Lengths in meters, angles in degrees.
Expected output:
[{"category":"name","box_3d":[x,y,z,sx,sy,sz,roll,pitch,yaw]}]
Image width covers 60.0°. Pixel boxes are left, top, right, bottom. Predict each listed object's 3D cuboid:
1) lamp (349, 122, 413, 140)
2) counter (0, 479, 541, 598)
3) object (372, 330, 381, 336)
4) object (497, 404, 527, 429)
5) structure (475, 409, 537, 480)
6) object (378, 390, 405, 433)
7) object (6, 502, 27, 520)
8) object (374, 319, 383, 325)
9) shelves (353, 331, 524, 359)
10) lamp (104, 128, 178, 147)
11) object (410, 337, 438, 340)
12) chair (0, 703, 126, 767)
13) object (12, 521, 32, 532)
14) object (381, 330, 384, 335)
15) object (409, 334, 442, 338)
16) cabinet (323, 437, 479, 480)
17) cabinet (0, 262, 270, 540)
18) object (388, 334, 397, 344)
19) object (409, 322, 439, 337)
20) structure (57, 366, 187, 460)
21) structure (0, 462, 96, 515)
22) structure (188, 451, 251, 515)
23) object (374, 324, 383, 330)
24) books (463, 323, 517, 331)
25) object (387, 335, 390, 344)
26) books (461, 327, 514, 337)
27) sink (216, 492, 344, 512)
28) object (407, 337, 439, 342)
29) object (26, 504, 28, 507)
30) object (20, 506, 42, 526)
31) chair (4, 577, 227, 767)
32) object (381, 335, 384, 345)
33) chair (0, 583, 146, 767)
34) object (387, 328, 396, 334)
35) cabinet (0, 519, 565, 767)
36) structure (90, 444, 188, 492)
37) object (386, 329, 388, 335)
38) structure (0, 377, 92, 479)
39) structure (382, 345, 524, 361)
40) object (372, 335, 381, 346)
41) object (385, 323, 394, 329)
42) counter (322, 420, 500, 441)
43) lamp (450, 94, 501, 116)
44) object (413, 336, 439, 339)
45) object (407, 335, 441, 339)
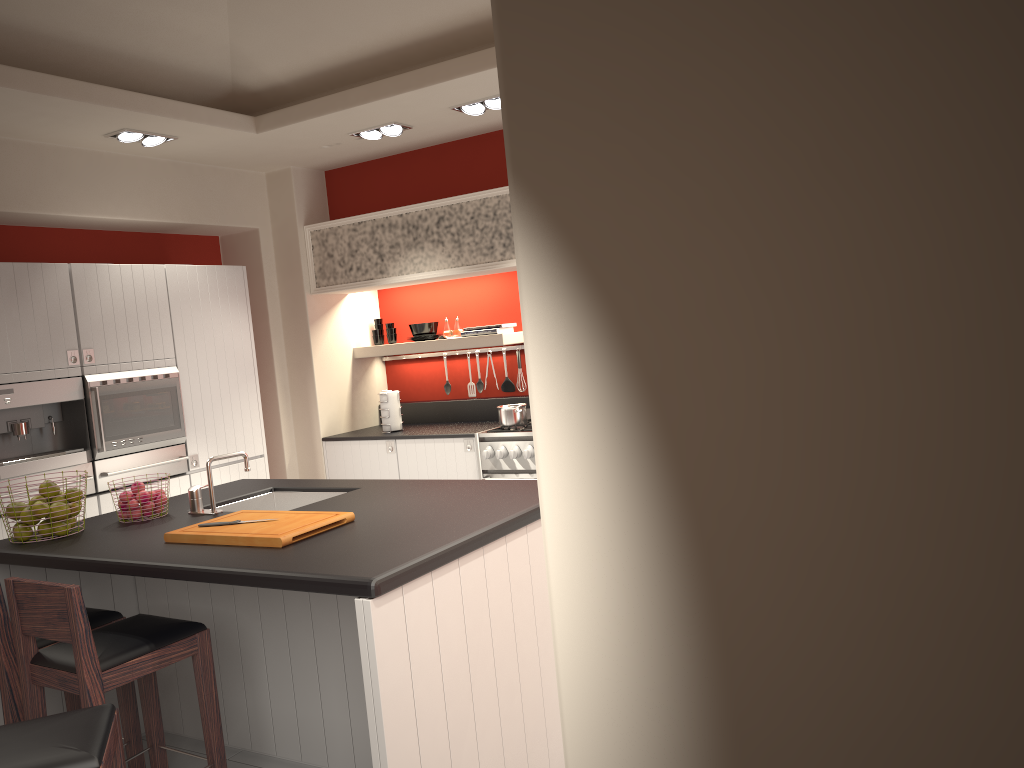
[{"category":"lamp","box_3d":[-0.831,-1.615,5.607,0.361,0.109,0.199,-4,4,31]},{"category":"counter","box_3d":[-0.890,0.536,3.518,2.054,0.050,1.416,-4,4,31]},{"category":"object","box_3d":[-1.048,-0.381,6.873,0.070,0.076,0.070,-5,3,2]},{"category":"object","box_3d":[0.005,0.216,5.905,0.201,0.148,0.201,-4,4,24]},{"category":"structure","box_3d":[0.515,0.723,5.795,1.322,1.085,0.778,-4,4,31]},{"category":"object","box_3d":[-0.889,0.196,6.498,0.168,0.304,0.163,-7,4,-30]},{"category":"object","box_3d":[-1.961,0.504,3.511,0.077,0.068,0.076,-4,4,24]},{"category":"object","box_3d":[-1.060,-0.479,7.052,0.070,0.076,0.070,-5,3,2]},{"category":"shelves","box_3d":[-0.557,-0.294,6.717,1.379,0.083,0.376,-4,4,31]},{"category":"lamp","box_3d":[-2.167,-1.450,5.189,0.199,0.084,0.361,-4,4,31]},{"category":"object","box_3d":[-0.666,-0.344,6.801,0.280,0.016,0.280,-4,4,30]},{"category":"chair","box_3d":[-1.216,1.139,2.196,0.474,1.008,0.383,-7,3,-19]},{"category":"object","box_3d":[-1.942,0.577,3.515,0.068,0.068,0.068,-3,4,42]},{"category":"object","box_3d":[-1.052,-0.392,7.057,0.070,0.076,0.070,-5,3,2]},{"category":"object","box_3d":[-0.667,-0.360,6.801,0.280,0.016,0.280,-4,4,30]},{"category":"cabinet","box_3d":[-0.596,0.845,6.522,1.361,0.993,0.687,-4,4,31]},{"category":"cabinet","box_3d":[-2.630,0.470,5.124,0.716,2.249,2.559,-4,4,31]},{"category":"object","box_3d":[-0.922,-0.349,6.860,0.070,0.076,0.070,-5,3,2]},{"category":"object","box_3d":[-0.672,-0.412,6.798,0.232,0.108,0.232,-7,4,-18]},{"category":"structure","box_3d":[-2.273,0.162,5.240,0.332,0.472,0.610,-4,4,31]},{"category":"structure","box_3d":[-2.489,0.552,4.681,0.128,0.177,0.618,-4,4,31]},{"category":"structure","box_3d":[-1.247,0.422,3.758,0.183,0.249,0.224,-4,4,31]},{"category":"object","box_3d":[-1.056,-0.436,7.054,0.070,0.076,0.070,-5,3,2]},{"category":"books","box_3d":[-0.160,-0.415,6.457,0.332,0.026,0.207,-3,4,31]},{"category":"object","box_3d":[-0.952,-0.354,7.002,0.070,0.076,0.070,-5,3,2]},{"category":"books","box_3d":[-0.181,-0.378,6.449,0.331,0.042,0.207,-3,4,36]},{"category":"sink","box_3d":[-1.019,0.652,3.894,0.567,0.258,0.516,-4,4,31]},{"category":"object","box_3d":[-0.665,-0.339,6.802,0.280,0.016,0.280,-4,4,30]},{"category":"object","box_3d":[-1.942,0.520,3.576,0.076,0.077,0.076,-6,3,-4]},{"category":"object","box_3d":[-1.893,0.520,3.489,0.076,0.077,0.076,-6,3,-4]},{"category":"chair","box_3d":[-1.311,1.100,2.999,0.383,1.008,0.474,-4,4,33]},{"category":"object","box_3d":[-1.048,-0.348,7.059,0.070,0.076,0.070,-5,3,2]},{"category":"chair","box_3d":[-1.706,1.124,3.236,0.383,1.008,0.474,-4,4,31]},{"category":"object","box_3d":[-0.926,-0.392,6.858,0.070,0.076,0.070,-5,3,2]},{"category":"cabinet","box_3d":[-0.844,1.065,3.551,2.034,1.010,1.424,-4,4,31]},{"category":"structure","box_3d":[-2.170,0.488,5.221,0.128,0.177,0.618,-4,4,31]},{"category":"object","box_3d":[-0.957,-0.398,7.000,0.070,0.076,0.070,-5,3,2]},{"category":"structure","box_3d":[-2.655,0.233,4.743,0.453,0.470,0.624,-4,4,31]},{"category":"structure","box_3d":[-0.462,-0.238,6.854,1.355,0.034,0.054,-4,4,31]},{"category":"object","box_3d":[-1.043,-0.338,6.875,0.070,0.076,0.070,-5,3,2]},{"category":"object","box_3d":[-0.961,-0.441,6.997,0.070,0.076,0.070,-5,3,2]},{"category":"counter","box_3d":[-0.644,0.338,6.491,1.360,0.026,0.699,-4,4,31]},{"category":"lamp","box_3d":[-0.162,-1.657,5.206,0.361,0.104,0.199,-4,4,31]},{"category":"object","box_3d":[-0.666,-0.350,6.801,0.280,0.016,0.280,-4,4,30]},{"category":"object","box_3d":[-0.667,-0.355,6.801,0.280,0.016,0.280,-4,4,30]}]
